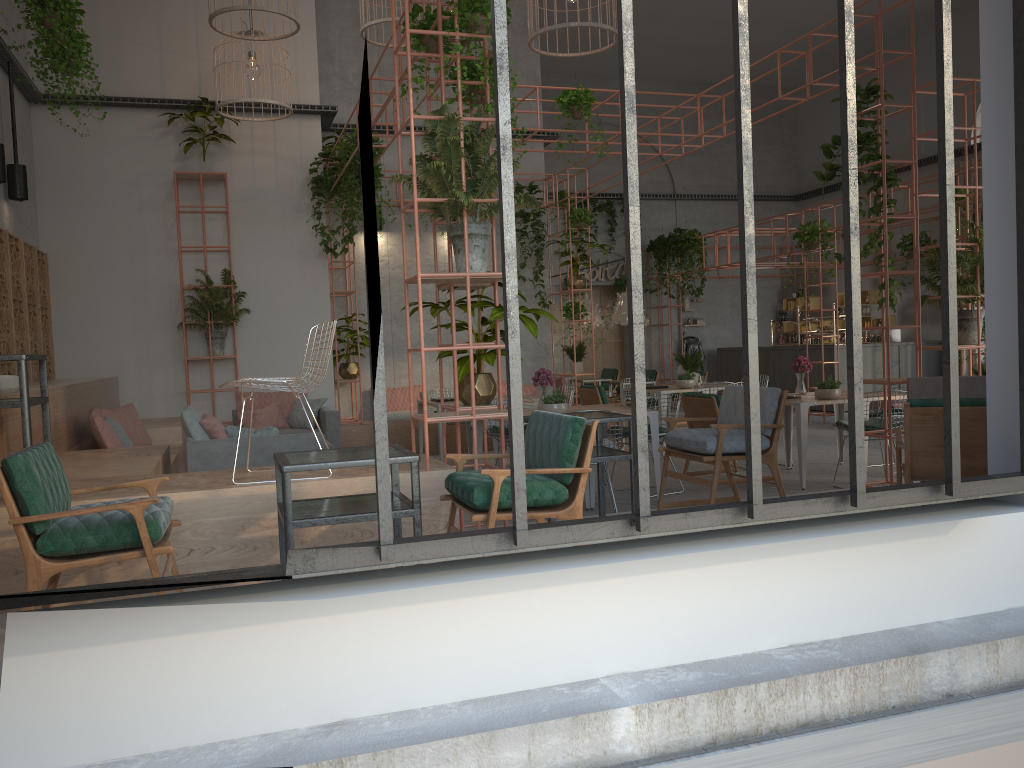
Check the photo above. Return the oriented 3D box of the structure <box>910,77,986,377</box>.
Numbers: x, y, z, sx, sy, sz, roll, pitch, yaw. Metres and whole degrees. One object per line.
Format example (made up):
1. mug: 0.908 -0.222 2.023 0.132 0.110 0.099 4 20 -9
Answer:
1. structure: 3.972 -0.827 7.866 0.624 3.602 0.424 -3 3 -18

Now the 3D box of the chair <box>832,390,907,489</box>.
1. chair: 3.344 0.514 8.237 0.565 0.941 0.717 -2 2 -1

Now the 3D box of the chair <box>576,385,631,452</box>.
1. chair: 1.281 0.463 11.560 0.685 0.917 0.722 -3 3 -18

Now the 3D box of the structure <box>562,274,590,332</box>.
1. structure: 1.279 -1.876 19.484 0.921 1.527 0.950 -2 3 16

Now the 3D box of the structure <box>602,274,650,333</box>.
1. structure: 2.523 -1.928 19.927 0.950 1.527 0.921 -3 3 -19

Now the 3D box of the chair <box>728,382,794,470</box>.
1. chair: 2.768 0.462 10.002 0.565 0.941 0.717 -3 3 -16

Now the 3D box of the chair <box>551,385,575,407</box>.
1. chair: 0.451 0.508 11.212 0.717 0.941 0.565 -3 3 -21

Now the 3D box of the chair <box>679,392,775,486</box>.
1. chair: 2.150 0.539 8.916 0.685 0.917 0.722 -3 3 -18

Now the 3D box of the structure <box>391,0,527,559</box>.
1. structure: -0.228 -0.745 5.427 0.748 3.623 0.722 -3 3 -18

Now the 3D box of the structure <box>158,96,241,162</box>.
1. structure: -3.837 -3.186 11.053 0.934 0.803 0.903 0 3 44

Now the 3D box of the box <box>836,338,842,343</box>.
1. box: 6.915 -0.916 18.729 0.058 0.093 0.122 -3 3 -18

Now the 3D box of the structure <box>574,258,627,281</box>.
1. structure: 1.946 -2.523 19.623 1.312 0.505 0.063 -3 3 -18

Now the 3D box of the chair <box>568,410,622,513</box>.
1. chair: 0.628 0.663 7.418 0.565 0.941 0.717 -2 2 -1

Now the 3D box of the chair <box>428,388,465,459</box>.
1. chair: -0.786 0.536 11.786 0.565 0.941 0.717 -3 3 -16

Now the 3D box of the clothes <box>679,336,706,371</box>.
1. clothes: 4.138 -0.596 20.273 0.625 0.997 0.366 -4 3 -38

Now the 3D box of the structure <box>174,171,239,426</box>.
1. structure: -3.848 -0.846 11.267 0.624 3.596 0.424 -3 3 -18

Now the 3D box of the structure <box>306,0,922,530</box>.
1. structure: -0.734 -1.423 12.880 4.501 4.345 14.096 -3 3 -19

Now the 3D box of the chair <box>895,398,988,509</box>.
1. chair: 2.468 0.517 4.774 0.722 0.917 0.685 -1 3 22

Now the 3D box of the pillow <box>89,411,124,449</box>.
1. pillow: -3.612 0.491 7.918 0.276 0.474 0.839 -4 3 -27

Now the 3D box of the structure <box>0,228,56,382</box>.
1. structure: -4.435 -0.434 6.940 0.132 2.103 9.782 -3 3 -18

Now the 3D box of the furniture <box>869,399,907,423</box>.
1. furniture: 5.889 0.425 13.632 0.941 0.446 0.976 -3 3 -18

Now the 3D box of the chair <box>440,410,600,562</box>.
1. chair: 0.028 0.624 4.541 0.685 0.929 0.722 -3 3 -18

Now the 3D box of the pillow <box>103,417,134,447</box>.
1. pillow: -3.796 0.517 8.566 0.289 0.385 0.666 -3 3 -22

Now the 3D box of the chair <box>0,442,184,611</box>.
1. chair: -1.839 0.729 3.944 0.685 0.929 0.722 -3 3 -18

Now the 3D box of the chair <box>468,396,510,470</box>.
1. chair: -0.210 0.587 10.021 0.565 0.941 0.717 -2 2 -1

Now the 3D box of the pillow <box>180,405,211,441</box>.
1. pillow: -2.558 0.422 7.288 0.276 0.474 0.839 -3 3 -17

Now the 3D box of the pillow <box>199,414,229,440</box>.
1. pillow: -2.410 0.446 7.323 0.289 0.385 0.666 -3 3 -17

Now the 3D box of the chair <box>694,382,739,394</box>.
1. chair: 2.475 0.437 10.881 0.565 0.941 0.717 -2 2 -1

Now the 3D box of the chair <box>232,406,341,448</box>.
1. chair: -2.558 0.620 10.025 1.127 0.672 1.052 -3 3 -18

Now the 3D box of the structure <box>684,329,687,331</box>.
1. structure: 3.968 -1.238 20.282 0.066 0.044 0.019 -3 3 -18

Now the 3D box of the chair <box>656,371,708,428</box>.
1. chair: 2.914 0.245 15.186 0.685 0.929 0.722 -3 3 -18

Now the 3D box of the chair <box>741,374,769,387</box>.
1. chair: 3.136 0.358 12.072 0.717 0.941 0.565 -3 3 -21

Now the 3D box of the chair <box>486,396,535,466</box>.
1. chair: 0.051 0.612 9.183 0.565 0.941 0.717 -3 3 -16

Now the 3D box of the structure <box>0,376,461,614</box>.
1. structure: -2.711 0.533 7.210 3.396 1.111 9.152 -3 3 -18

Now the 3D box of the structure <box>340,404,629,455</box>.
1. structure: -1.176 0.619 15.457 4.386 0.500 5.831 -3 3 -18

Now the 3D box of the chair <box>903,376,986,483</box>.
1. chair: 3.275 0.411 6.501 0.722 0.914 0.685 -1 3 22

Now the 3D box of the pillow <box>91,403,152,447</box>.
1. pillow: -4.004 0.455 9.137 0.276 0.474 0.839 -2 2 3

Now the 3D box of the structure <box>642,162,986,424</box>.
1. structure: 6.956 -1.223 13.688 4.157 4.247 14.689 -3 3 -18

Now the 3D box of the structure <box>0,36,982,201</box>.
1. structure: 1.921 -3.794 11.694 15.603 0.110 15.203 -3 3 -18

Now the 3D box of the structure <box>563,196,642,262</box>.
1. structure: 1.949 -3.357 19.487 1.939 1.514 0.856 -3 3 -24

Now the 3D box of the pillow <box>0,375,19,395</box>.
1. pillow: -3.483 0.023 5.692 0.491 0.149 0.637 -3 3 -17

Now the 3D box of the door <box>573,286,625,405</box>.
1. door: 1.824 -0.858 20.388 1.360 2.729 0.551 -3 3 -18

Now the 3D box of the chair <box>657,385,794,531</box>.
1. chair: 1.476 0.491 6.228 0.685 0.929 0.722 -3 3 -18

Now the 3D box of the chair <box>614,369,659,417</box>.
1. chair: 2.372 0.195 16.871 0.685 0.930 0.722 -3 3 -18

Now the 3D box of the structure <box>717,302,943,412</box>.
1. structure: 6.486 -0.602 18.498 2.579 2.022 4.057 -3 3 -18

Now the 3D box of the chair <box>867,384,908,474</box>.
1. chair: 4.005 0.435 9.428 0.717 0.941 0.565 -3 3 -21

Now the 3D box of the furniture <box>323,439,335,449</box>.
1. furniture: -2.247 0.776 8.726 0.941 0.446 0.975 -3 3 -18

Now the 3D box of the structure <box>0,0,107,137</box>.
1. structure: -3.830 -2.850 7.432 0.670 1.290 1.434 -3 3 -18

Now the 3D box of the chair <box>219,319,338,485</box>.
1. chair: -1.392 0.090 5.359 0.717 0.941 0.565 -3 2 -9

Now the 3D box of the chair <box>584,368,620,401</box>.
1. chair: 1.841 0.147 18.520 0.685 0.930 0.722 -3 3 -18

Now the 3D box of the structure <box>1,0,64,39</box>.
1. structure: -3.530 -2.974 6.319 0.587 0.972 0.605 -3 3 -19

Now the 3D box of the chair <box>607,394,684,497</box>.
1. chair: 1.289 0.584 8.609 0.717 0.941 0.565 -3 3 -21

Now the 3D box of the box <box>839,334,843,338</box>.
1. box: 6.948 -1.011 18.739 0.058 0.093 0.122 -3 2 -6

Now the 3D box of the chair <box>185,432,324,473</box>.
1. chair: -2.127 0.674 7.351 1.056 0.586 1.127 -3 3 -18

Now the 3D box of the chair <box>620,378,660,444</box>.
1. chair: 1.899 0.386 12.645 0.565 0.941 0.717 -3 3 -16
